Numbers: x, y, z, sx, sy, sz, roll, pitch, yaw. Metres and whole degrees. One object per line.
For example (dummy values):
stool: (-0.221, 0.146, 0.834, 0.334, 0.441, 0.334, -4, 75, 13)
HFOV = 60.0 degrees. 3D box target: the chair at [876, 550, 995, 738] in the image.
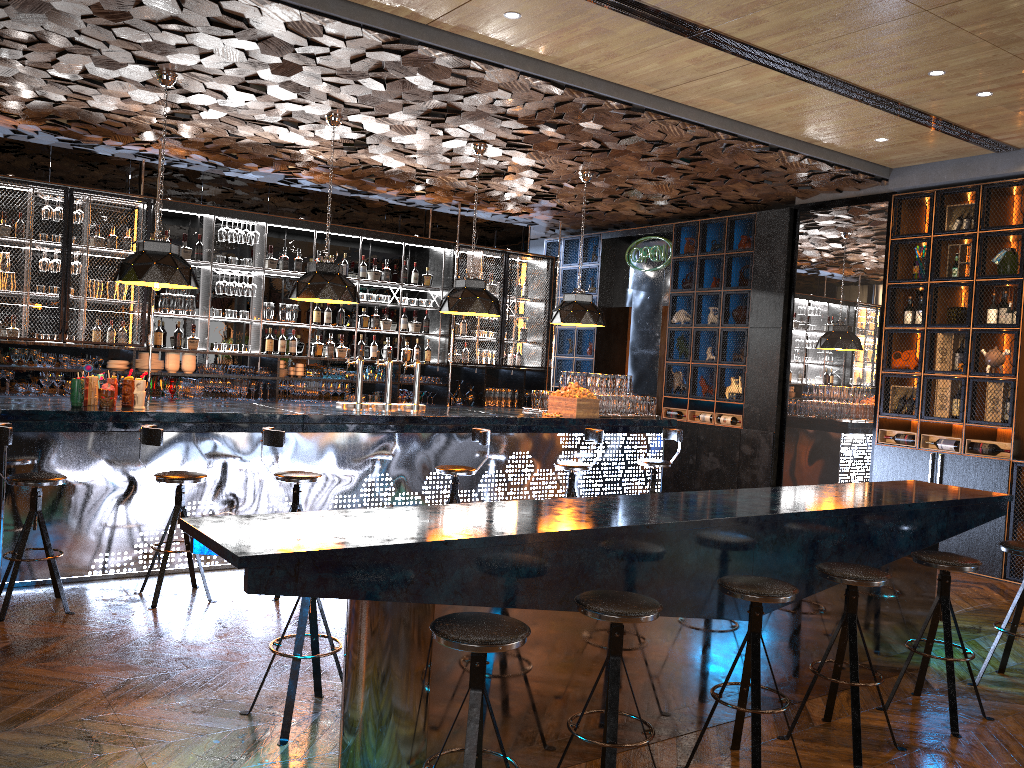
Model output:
chair: (2.163, 1.265, 4.477, 0.419, 0.813, 0.419, 2, 2, -40)

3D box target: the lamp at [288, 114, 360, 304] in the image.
lamp: (-1.549, -1.484, 7.526, 0.582, 1.564, 0.607, 2, 2, -35)

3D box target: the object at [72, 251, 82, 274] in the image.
object: (-4.242, -1.185, 8.649, 0.081, 0.213, 0.081, 3, 2, -30)

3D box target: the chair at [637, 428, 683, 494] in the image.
chair: (1.353, 0.973, 8.351, 0.476, 1.108, 0.419, 3, 2, -25)

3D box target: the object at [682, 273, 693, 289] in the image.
object: (2.214, -1.266, 11.046, 0.126, 0.249, 0.253, 2, 2, -35)

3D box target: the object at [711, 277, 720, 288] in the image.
object: (2.493, -1.202, 10.716, 0.210, 0.168, 0.105, 2, 2, -36)

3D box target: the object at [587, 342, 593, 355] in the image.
object: (1.198, -0.474, 12.557, 0.278, 0.222, 0.138, 3, 1, -6)

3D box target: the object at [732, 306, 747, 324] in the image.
object: (2.702, -0.784, 10.355, 0.265, 0.239, 0.266, 4, 2, 33)

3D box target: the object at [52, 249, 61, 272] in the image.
object: (-4.386, -1.191, 8.547, 0.081, 0.213, 0.081, 3, 2, -30)

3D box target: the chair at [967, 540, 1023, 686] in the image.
chair: (2.864, 1.295, 4.935, 0.419, 0.813, 0.419, 2, 2, -40)

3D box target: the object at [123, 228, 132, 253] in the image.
object: (-3.890, -1.454, 8.978, 0.073, 0.246, 0.072, 3, 2, -20)

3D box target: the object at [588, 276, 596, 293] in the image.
object: (1.184, -1.379, 12.473, 0.097, 0.290, 0.290, 2, 2, -37)

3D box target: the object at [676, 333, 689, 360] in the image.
object: (2.172, -0.457, 11.070, 0.167, 0.356, 0.255, 3, 2, -30)

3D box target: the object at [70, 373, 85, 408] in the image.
object: (-2.969, 0.044, 6.058, 0.086, 0.237, 0.084, 3, 1, -16)

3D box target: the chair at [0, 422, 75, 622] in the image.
chair: (-2.881, 0.799, 5.301, 0.476, 1.108, 0.419, 2, 2, -35)

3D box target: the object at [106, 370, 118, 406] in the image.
object: (-2.896, 0.030, 6.419, 0.080, 0.254, 0.091, 2, 2, -33)

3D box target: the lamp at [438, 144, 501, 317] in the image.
lamp: (-0.345, -1.430, 8.239, 0.582, 1.564, 0.607, 2, 2, -35)

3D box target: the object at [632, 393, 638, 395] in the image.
object: (1.577, 0.257, 11.809, 0.116, 0.264, 0.144, 2, 2, -35)

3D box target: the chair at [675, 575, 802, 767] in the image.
chair: (0.988, 1.216, 3.658, 0.419, 0.813, 0.419, 2, 2, -40)

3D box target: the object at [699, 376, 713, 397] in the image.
object: (2.357, 0.043, 10.716, 0.208, 0.280, 0.131, 4, 2, 37)

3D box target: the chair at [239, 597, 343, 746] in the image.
chair: (-0.917, 1.096, 3.971, 0.419, 0.813, 0.419, 2, 2, -40)

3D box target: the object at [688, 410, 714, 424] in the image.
object: (2.309, 0.395, 10.668, 0.122, 0.132, 0.396, 2, 2, -35)

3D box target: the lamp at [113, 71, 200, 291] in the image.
lamp: (-2.613, -1.498, 6.617, 0.582, 1.606, 0.607, 2, 2, -35)

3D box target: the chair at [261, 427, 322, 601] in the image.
chair: (-1.501, 0.862, 6.057, 0.476, 1.108, 0.419, 2, 2, -35)

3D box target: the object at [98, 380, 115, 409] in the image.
object: (-2.821, 0.073, 6.162, 0.110, 0.191, 0.131, 3, 2, -23)

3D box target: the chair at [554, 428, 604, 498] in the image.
chair: (0.537, 0.942, 7.690, 0.476, 1.108, 0.419, 3, 2, -20)

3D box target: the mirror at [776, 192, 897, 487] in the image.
mirror: (3.341, -0.156, 9.273, 0.026, 3.551, 1.194, 2, 2, -35)

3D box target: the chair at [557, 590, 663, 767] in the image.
chair: (0.368, 1.189, 3.263, 0.419, 0.813, 0.419, 2, 2, -40)

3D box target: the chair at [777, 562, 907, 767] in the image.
chair: (1.529, 1.239, 4.041, 0.419, 0.813, 0.419, 2, 2, -40)

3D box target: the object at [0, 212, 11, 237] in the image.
object: (-4.776, -1.495, 8.334, 0.108, 0.244, 0.108, 5, 2, 43)

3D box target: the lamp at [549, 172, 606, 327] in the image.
lamp: (0.722, -1.389, 9.145, 0.582, 1.564, 0.607, 2, 2, -35)

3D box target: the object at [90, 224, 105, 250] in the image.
object: (-4.122, -1.462, 8.815, 0.108, 0.244, 0.108, 5, 2, 43)

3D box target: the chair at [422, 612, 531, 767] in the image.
chair: (-0.124, 1.170, 2.860, 0.419, 0.813, 0.419, 2, 2, -40)

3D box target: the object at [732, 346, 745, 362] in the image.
object: (2.667, -0.336, 10.381, 0.212, 0.220, 0.119, 5, 2, 39)

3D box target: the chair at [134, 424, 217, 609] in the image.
chair: (-2.176, 0.830, 5.723, 0.476, 1.108, 0.419, 2, 2, -35)

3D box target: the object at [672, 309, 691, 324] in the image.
object: (2.196, -0.816, 11.050, 0.403, 0.221, 0.192, 4, 2, 24)

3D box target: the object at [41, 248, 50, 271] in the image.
object: (-4.464, -1.195, 8.491, 0.081, 0.213, 0.081, 3, 2, -30)

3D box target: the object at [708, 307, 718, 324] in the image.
object: (2.491, -0.804, 10.696, 0.253, 0.249, 0.126, 4, 2, 25)

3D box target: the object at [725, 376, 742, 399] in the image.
object: (2.661, 0.057, 10.365, 0.164, 0.303, 0.341, 3, 2, -30)

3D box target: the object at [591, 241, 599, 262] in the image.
object: (1.197, -1.849, 12.488, 0.116, 0.358, 0.198, 2, 2, -35)

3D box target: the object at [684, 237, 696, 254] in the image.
object: (2.267, -1.695, 11.021, 0.253, 0.249, 0.126, 4, 2, 25)

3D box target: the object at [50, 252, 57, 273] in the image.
object: (-4.469, -1.199, 8.664, 0.081, 0.213, 0.081, 3, 2, -30)

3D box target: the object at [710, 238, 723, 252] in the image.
object: (2.522, -1.712, 10.685, 0.152, 0.332, 0.289, 2, 2, -43)

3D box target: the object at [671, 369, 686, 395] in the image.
object: (2.139, -0.016, 11.082, 0.175, 0.351, 0.369, 3, 2, -31)

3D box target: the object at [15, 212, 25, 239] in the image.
object: (-4.674, -1.500, 8.424, 0.075, 0.261, 0.075, 4, 1, 13)

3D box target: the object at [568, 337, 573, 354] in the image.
object: (0.935, -0.533, 12.879, 0.290, 0.290, 0.097, 3, 1, 3)

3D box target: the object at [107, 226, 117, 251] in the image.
object: (-4.009, -1.459, 8.894, 0.072, 0.246, 0.073, 5, 2, 40)

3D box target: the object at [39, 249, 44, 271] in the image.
object: (-4.547, -1.203, 8.609, 0.081, 0.213, 0.081, 3, 2, -30)

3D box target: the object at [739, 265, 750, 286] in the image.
object: (2.737, -1.240, 10.336, 0.114, 0.290, 0.249, 2, 2, -35)

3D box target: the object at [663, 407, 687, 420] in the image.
object: (2.064, 0.372, 11.016, 0.122, 0.133, 0.396, 2, 2, -35)

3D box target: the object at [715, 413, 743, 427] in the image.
object: (2.557, 0.417, 10.315, 0.123, 0.132, 0.396, 2, 2, -34)

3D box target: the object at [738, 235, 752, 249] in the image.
object: (2.757, -1.633, 10.331, 0.138, 0.222, 0.278, 2, 2, -35)

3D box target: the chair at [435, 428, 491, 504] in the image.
chair: (-0.426, 0.903, 6.945, 0.476, 1.108, 0.419, 3, 2, -20)

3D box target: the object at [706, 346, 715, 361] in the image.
object: (2.431, -0.351, 10.740, 0.096, 0.210, 0.183, 2, 2, -33)

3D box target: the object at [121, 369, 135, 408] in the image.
object: (-2.759, 0.028, 6.376, 0.080, 0.277, 0.091, 3, 1, -3)
